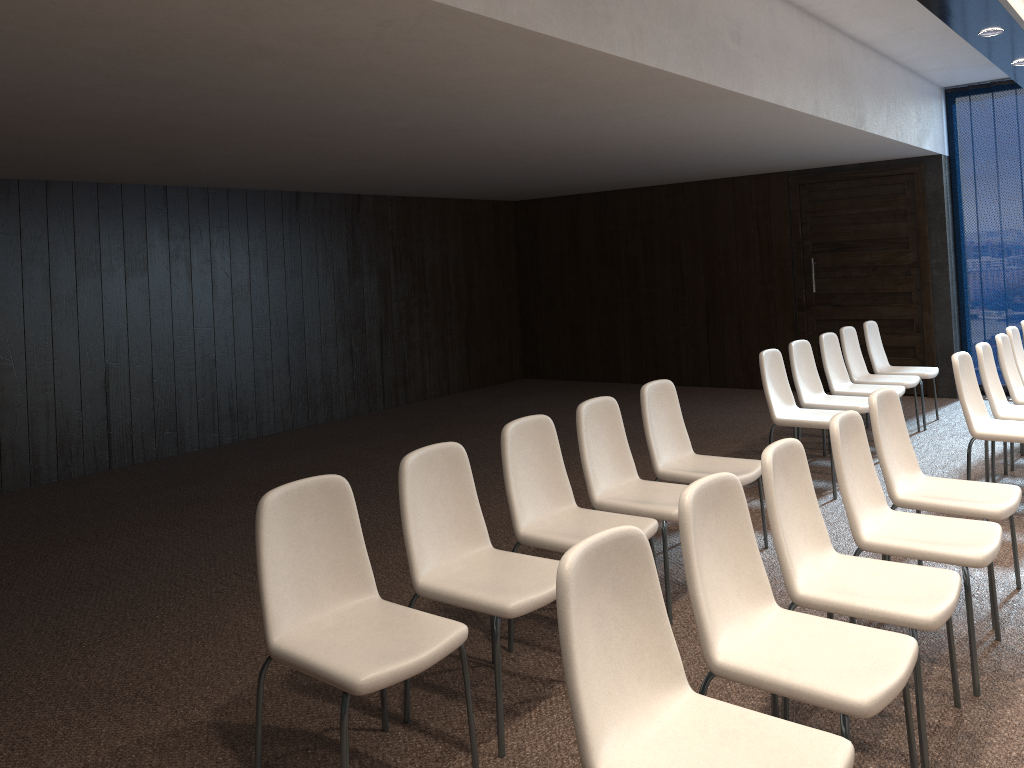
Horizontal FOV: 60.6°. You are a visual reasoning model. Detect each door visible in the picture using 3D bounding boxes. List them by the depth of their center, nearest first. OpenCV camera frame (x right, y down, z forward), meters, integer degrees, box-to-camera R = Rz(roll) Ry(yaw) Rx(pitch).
[{"bbox_3d":[3.740,-1.097,9.377,1.396,2.407,0.270,-2,0,38],"label":"door"}]

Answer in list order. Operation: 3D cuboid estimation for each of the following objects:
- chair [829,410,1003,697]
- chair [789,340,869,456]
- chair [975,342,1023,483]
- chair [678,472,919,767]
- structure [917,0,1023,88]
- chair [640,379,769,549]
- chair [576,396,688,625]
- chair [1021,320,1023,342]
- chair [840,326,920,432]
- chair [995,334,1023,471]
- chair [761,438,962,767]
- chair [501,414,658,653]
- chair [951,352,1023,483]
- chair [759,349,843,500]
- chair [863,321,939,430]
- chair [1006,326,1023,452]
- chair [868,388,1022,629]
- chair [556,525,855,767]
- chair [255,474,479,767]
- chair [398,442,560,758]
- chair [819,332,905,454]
[{"bbox_3d":[1.550,0.577,3.355,0.556,0.900,0.534,-2,1,37],"label":"chair"},{"bbox_3d":[2.330,0.139,6.318,0.556,0.900,0.534,-2,2,40],"label":"chair"},{"bbox_3d":[3.275,0.194,5.539,0.556,0.900,0.534,-2,1,38],"label":"chair"},{"bbox_3d":[0.792,0.740,2.428,0.556,0.900,0.534,-2,2,40],"label":"chair"},{"bbox_3d":[7.355,-1.972,0.773,13.133,0.230,8.134,3,10,38],"label":"structure"},{"bbox_3d":[0.996,0.443,4.566,0.556,0.900,0.534,-2,1,37],"label":"chair"},{"bbox_3d":[0.624,0.529,4.074,0.556,0.900,0.534,-2,1,37],"label":"chair"},{"bbox_3d":[4.412,-0.060,6.994,0.556,0.900,0.534,-2,2,38],"label":"chair"},{"bbox_3d":[3.054,-0.027,7.270,0.556,0.900,0.534,-2,2,38],"label":"chair"},{"bbox_3d":[3.668,0.109,6.022,0.556,0.900,0.534,-2,1,38],"label":"chair"},{"bbox_3d":[1.150,0.661,2.880,0.556,0.900,0.534,-2,1,37],"label":"chair"},{"bbox_3d":[0.279,0.605,3.640,0.556,0.900,0.534,-2,2,38],"label":"chair"},{"bbox_3d":[2.903,0.273,5.097,0.556,0.900,0.534,-2,2,40],"label":"chair"},{"bbox_3d":[1.971,0.225,5.815,0.556,0.900,0.534,-2,1,37],"label":"chair"},{"bbox_3d":[3.429,-0.106,7.715,0.556,0.900,0.534,-2,1,37],"label":"chair"},{"bbox_3d":[4.024,0.023,6.521,0.556,0.900,0.534,-2,2,38],"label":"chair"},{"bbox_3d":[1.914,0.489,3.870,0.556,0.900,0.534,-2,2,40],"label":"chair"},{"bbox_3d":[0.425,0.825,1.939,0.556,0.900,0.534,-2,2,41],"label":"chair"},{"bbox_3d":[-0.465,0.773,2.676,0.556,0.900,0.534,-2,2,40],"label":"chair"},{"bbox_3d":[-0.081,0.691,3.133,0.556,0.900,0.534,-2,1,37],"label":"chair"},{"bbox_3d":[2.716,0.056,6.788,0.556,0.900,0.534,-2,2,39],"label":"chair"}]
